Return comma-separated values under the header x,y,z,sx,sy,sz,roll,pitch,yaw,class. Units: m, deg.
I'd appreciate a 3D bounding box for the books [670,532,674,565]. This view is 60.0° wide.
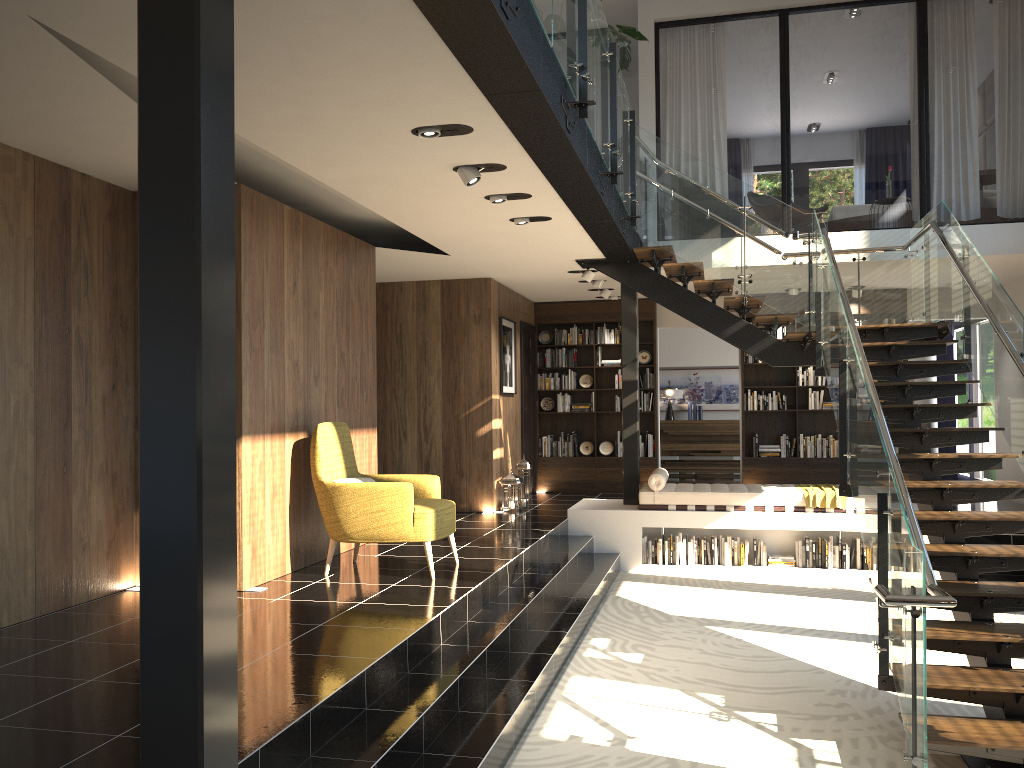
x,y,z,sx,sy,sz,roll,pitch,yaw,class
1.696,1.745,9.401,0.030,0.322,0.203,-1,-1,13,books

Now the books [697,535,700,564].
x,y,z,sx,sy,sz,roll,pitch,yaw,class
1.987,1.763,9.441,0.025,0.285,0.137,-1,-1,13,books

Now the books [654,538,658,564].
x,y,z,sx,sy,sz,roll,pitch,yaw,class
1.543,1.782,9.479,0.030,0.256,0.145,-1,-1,13,books

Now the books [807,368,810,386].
x,y,z,sx,sy,sz,roll,pitch,yaw,class
3.954,-0.093,11.817,0.027,0.239,0.153,-1,-1,13,books

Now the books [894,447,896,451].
x,y,z,sx,sy,sz,roll,pitch,yaw,class
4.973,0.831,11.553,0.023,0.254,0.191,-1,-1,13,books

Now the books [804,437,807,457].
x,y,z,sx,sy,sz,roll,pitch,yaw,class
3.916,0.839,11.816,0.025,0.274,0.150,-1,-1,13,books

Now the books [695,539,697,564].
x,y,z,sx,sy,sz,roll,pitch,yaw,class
1.963,1.782,9.448,0.026,0.246,0.149,-1,-1,13,books

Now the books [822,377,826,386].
x,y,z,sx,sy,sz,roll,pitch,yaw,class
4.142,-0.062,11.785,0.047,0.171,0.167,-1,-1,13,books

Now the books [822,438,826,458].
x,y,z,sx,sy,sz,roll,pitch,yaw,class
4.134,0.845,11.749,0.034,0.255,0.194,-1,-1,13,books

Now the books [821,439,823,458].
x,y,z,sx,sy,sz,roll,pitch,yaw,class
4.104,0.849,11.749,0.023,0.246,0.149,-1,-1,13,books

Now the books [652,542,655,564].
x,y,z,sx,sy,sz,roll,pitch,yaw,class
1.513,1.805,9.482,0.029,0.211,0.130,-1,-1,13,books

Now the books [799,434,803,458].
x,y,z,sx,sy,sz,roll,pitch,yaw,class
3.851,0.820,11.802,0.035,0.312,0.160,-1,-1,13,books

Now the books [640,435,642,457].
x,y,z,sx,sy,sz,roll,pitch,yaw,class
1.796,0.861,12.329,0.011,0.300,0.154,-1,-1,13,books

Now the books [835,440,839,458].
x,y,z,sx,sy,sz,roll,pitch,yaw,class
4.296,0.856,11.720,0.026,0.227,0.129,-1,-1,13,books

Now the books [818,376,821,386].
x,y,z,sx,sy,sz,roll,pitch,yaw,class
4.079,-0.092,11.775,0.028,0.231,0.167,-1,-1,13,books

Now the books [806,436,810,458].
x,y,z,sx,sy,sz,roll,pitch,yaw,class
3.937,0.837,11.784,0.030,0.276,0.160,-1,-1,13,books

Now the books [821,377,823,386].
x,y,z,sx,sy,sz,roll,pitch,yaw,class
4.108,-0.064,11.790,0.021,0.176,0.161,-1,-1,13,books

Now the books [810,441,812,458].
x,y,z,sx,sy,sz,roll,pitch,yaw,class
3.966,0.868,11.789,0.025,0.214,0.170,-1,-1,13,books

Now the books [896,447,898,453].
x,y,z,sx,sy,sz,roll,pitch,yaw,class
4.995,0.820,11.541,0.025,0.274,0.204,-1,-1,13,books

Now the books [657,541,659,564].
x,y,z,sx,sy,sz,roll,pitch,yaw,class
1.566,1.797,9.466,0.020,0.225,0.156,-1,-1,13,books

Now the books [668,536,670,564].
x,y,z,sx,sy,sz,roll,pitch,yaw,class
1.675,1.768,9.434,0.028,0.279,0.120,-1,-1,13,books

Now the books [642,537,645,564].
x,y,z,sx,sy,sz,roll,pitch,yaw,class
1.413,1.777,9.505,0.025,0.270,0.156,-1,-1,13,books

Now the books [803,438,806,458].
x,y,z,sx,sy,sz,roll,pitch,yaw,class
3.885,0.845,11.804,0.030,0.262,0.173,-1,-1,13,books

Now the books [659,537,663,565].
x,y,z,sx,sy,sz,roll,pitch,yaw,class
1.585,1.772,9.431,0.035,0.273,0.200,-1,-1,13,books

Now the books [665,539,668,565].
x,y,z,sx,sy,sz,roll,pitch,yaw,class
1.641,1.780,9.409,0.027,0.254,0.204,-1,-1,13,books

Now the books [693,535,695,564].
x,y,z,sx,sy,sz,roll,pitch,yaw,class
1.931,1.757,9.409,0.020,0.295,0.102,-1,-1,13,books

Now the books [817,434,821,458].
x,y,z,sx,sy,sz,roll,pitch,yaw,class
4.080,0.820,11.768,0.032,0.305,0.155,-1,-1,13,books

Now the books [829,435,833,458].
x,y,z,sx,sy,sz,roll,pitch,yaw,class
4.217,0.824,11.732,0.025,0.294,0.177,-1,-1,13,books

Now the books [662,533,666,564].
x,y,z,sx,sy,sz,roll,pitch,yaw,class
1.622,1.752,9.451,0.029,0.314,0.163,-1,-1,13,books

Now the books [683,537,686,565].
x,y,z,sx,sy,sz,roll,pitch,yaw,class
1.831,1.764,9.388,0.025,0.282,0.149,-1,-1,13,books

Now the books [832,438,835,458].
x,y,z,sx,sy,sz,roll,pitch,yaw,class
4.240,0.845,11.713,0.028,0.250,0.162,-1,-1,13,books

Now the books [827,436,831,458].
x,y,z,sx,sy,sz,roll,pitch,yaw,class
4.191,0.831,11.732,0.028,0.280,0.154,-1,-1,13,books

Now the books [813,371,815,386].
x,y,z,sx,sy,sz,roll,pitch,yaw,class
4.010,-0.075,11.820,0.026,0.201,0.146,-1,-1,13,books

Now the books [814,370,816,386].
x,y,z,sx,sy,sz,roll,pitch,yaw,class
4.032,-0.078,11.812,0.020,0.206,0.147,-1,-1,13,books

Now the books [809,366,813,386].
x,y,z,sx,sy,sz,roll,pitch,yaw,class
3.979,-0.103,11.806,0.028,0.258,0.208,-1,-1,13,books

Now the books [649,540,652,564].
x,y,z,sx,sy,sz,roll,pitch,yaw,class
1.479,1.790,9.462,0.027,0.241,0.150,-1,-1,13,books

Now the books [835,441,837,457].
x,y,z,sx,sy,sz,roll,pitch,yaw,class
4.271,0.860,11.726,0.026,0.221,0.145,-1,-1,13,books

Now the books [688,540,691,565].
x,y,z,sx,sy,sz,roll,pitch,yaw,class
1.879,1.784,9.383,0.029,0.240,0.165,-1,-1,13,books

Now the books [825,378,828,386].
x,y,z,sx,sy,sz,roll,pitch,yaw,class
4.178,-0.110,11.768,0.032,0.265,0.149,-1,-1,13,books

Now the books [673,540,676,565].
x,y,z,sx,sy,sz,roll,pitch,yaw,class
1.730,1.788,9.416,0.029,0.237,0.147,-1,-1,13,books

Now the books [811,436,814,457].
x,y,z,sx,sy,sz,roll,pitch,yaw,class
3.996,0.835,11.793,0.031,0.280,0.141,-1,-1,13,books

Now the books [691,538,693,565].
x,y,z,sx,sy,sz,roll,pitch,yaw,class
1.906,1.769,9.391,0.021,0.270,0.148,-1,-1,13,books

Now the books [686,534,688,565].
x,y,z,sx,sy,sz,roll,pitch,yaw,class
1.855,1.748,9.392,0.021,0.313,0.139,-1,-1,13,books

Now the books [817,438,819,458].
x,y,z,sx,sy,sz,roll,pitch,yaw,class
4.049,0.846,11.755,0.025,0.255,0.202,-1,-1,13,books

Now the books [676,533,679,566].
x,y,z,sx,sy,sz,roll,pitch,yaw,class
1.752,1.751,9.386,0.028,0.309,0.211,-1,-1,13,books

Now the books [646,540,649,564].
x,y,z,sx,sy,sz,roll,pitch,yaw,class
1.454,1.796,9.464,0.024,0.229,0.171,-1,-1,13,books

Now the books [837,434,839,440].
x,y,z,sx,sy,sz,roll,pitch,yaw,class
4.322,0.816,11.725,0.022,0.307,0.131,-1,-1,13,books

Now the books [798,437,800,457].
x,y,z,sx,sy,sz,roll,pitch,yaw,class
3.830,0.846,11.842,0.026,0.263,0.156,-1,-1,13,books

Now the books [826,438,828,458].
x,y,z,sx,sy,sz,roll,pitch,yaw,class
4.164,0.847,11.744,0.029,0.250,0.142,-1,-1,13,books

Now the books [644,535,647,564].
x,y,z,sx,sy,sz,roll,pitch,yaw,class
1.433,1.769,9.484,0.024,0.286,0.130,-1,-1,13,books

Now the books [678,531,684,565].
x,y,z,sx,sy,sz,roll,pitch,yaw,class
1.793,1.736,9.397,0.051,0.338,0.187,-1,-1,13,books

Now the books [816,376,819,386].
x,y,z,sx,sy,sz,roll,pitch,yaw,class
4.053,-0.097,11.794,0.030,0.244,0.142,-1,-1,13,books

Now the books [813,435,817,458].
x,y,z,sx,sy,sz,roll,pitch,yaw,class
4.026,0.825,11.785,0.032,0.298,0.169,-1,-1,13,books
